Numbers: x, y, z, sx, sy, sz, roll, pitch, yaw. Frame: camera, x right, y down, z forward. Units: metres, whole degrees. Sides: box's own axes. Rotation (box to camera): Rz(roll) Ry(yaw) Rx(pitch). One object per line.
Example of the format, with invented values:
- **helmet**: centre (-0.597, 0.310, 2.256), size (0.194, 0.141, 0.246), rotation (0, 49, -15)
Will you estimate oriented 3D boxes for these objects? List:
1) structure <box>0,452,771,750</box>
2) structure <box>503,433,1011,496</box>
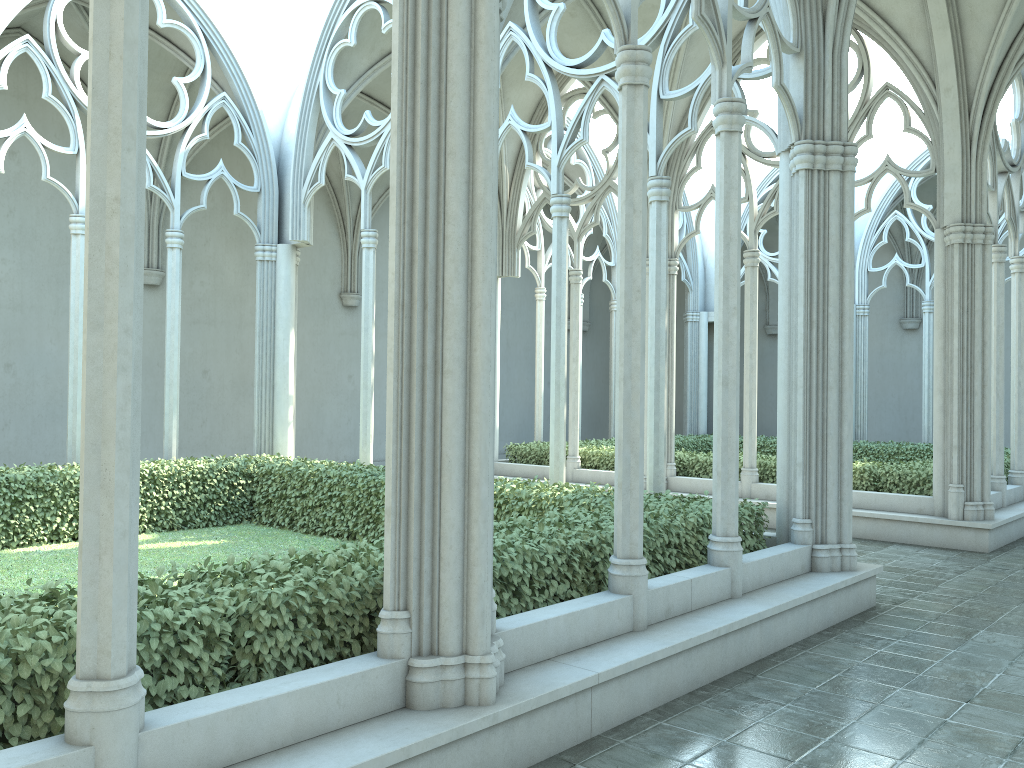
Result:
- **structure**: centre (-3.274, 1.372, 7.552), size (7.995, 0.963, 8.018), rotation (0, -1, 42)
- **structure**: centre (5.400, 1.632, 17.318), size (7.995, 0.963, 8.018), rotation (0, -1, 42)
